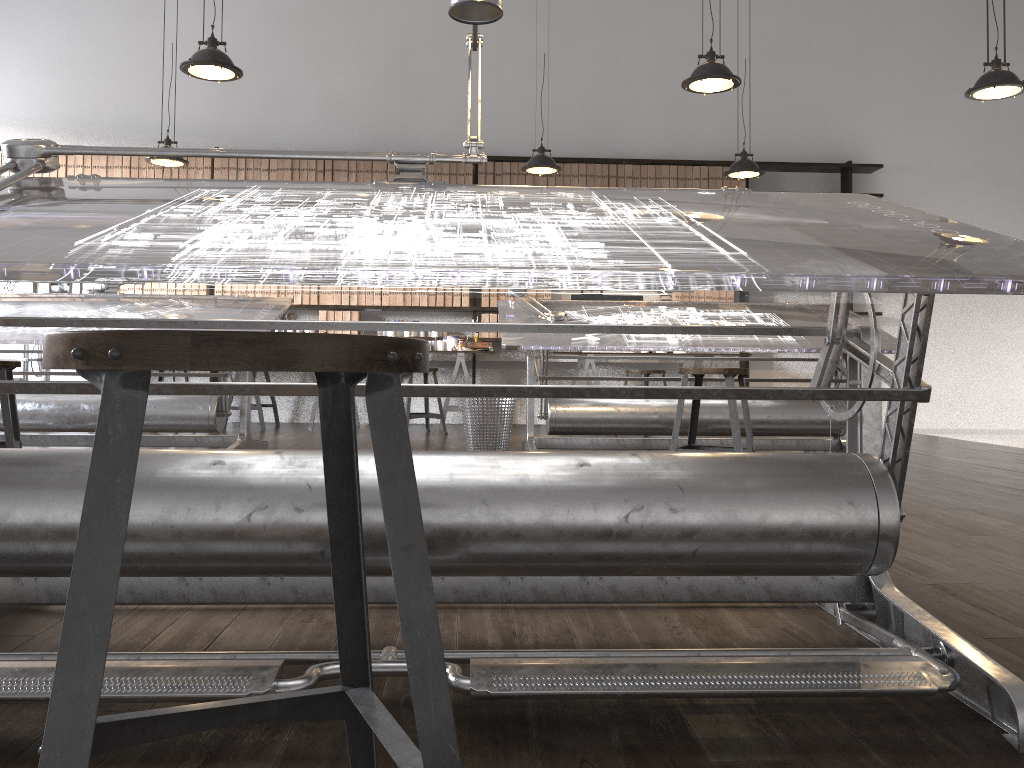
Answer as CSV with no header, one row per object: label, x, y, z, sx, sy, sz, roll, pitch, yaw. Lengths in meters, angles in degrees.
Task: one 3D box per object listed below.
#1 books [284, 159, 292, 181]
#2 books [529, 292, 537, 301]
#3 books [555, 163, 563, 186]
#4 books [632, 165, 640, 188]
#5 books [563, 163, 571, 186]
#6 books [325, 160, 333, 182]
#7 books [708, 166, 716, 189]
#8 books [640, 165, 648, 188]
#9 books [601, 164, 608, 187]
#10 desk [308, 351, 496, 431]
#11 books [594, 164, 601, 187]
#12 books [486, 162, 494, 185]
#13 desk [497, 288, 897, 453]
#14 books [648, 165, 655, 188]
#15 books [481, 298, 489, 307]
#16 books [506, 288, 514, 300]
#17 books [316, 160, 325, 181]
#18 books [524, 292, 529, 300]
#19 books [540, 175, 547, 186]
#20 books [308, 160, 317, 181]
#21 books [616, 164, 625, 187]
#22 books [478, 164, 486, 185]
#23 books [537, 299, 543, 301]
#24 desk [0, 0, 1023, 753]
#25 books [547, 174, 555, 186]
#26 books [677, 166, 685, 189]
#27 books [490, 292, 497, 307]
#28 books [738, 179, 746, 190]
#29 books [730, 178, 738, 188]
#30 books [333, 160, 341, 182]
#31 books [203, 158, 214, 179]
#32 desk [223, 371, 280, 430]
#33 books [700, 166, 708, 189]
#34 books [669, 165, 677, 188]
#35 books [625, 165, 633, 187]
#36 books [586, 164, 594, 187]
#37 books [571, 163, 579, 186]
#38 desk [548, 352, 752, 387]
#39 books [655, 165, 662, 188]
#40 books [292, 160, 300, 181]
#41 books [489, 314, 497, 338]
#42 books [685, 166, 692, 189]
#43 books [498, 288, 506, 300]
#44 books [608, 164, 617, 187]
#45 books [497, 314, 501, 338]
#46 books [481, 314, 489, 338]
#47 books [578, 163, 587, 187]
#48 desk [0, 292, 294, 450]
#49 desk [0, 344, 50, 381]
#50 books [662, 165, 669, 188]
books,-2.001,-1.912,7.985,0.067,0.226,0.174,1,-1,-3
books,0.187,-0.793,8.049,0.067,0.226,0.174,1,-1,-3
books,0.426,-1.890,8.107,0.067,0.226,0.174,1,-1,-3
books,1.129,-1.884,8.142,0.067,0.226,0.174,1,-1,-3
books,0.496,-1.890,8.113,0.067,0.226,0.174,1,-1,-3
books,-1.646,-1.909,8.003,0.067,0.226,0.174,1,-1,-3
books,1.824,-1.878,8.169,0.067,0.226,0.174,1,-1,-3
books,1.200,-1.883,8.145,0.067,0.226,0.174,1,-1,-3
books,0.838,-1.887,8.129,0.067,0.226,0.174,1,-1,-3
desk,-0.986,0.053,7.582,1.668,0.671,0.655,1,-1,-3
books,0.773,-1.887,8.123,0.067,0.226,0.174,1,-1,-3
books,-0.201,-1.896,8.073,0.067,0.226,0.174,1,-1,-3
desk,0.958,-0.256,4.914,2.068,1.389,1.075,1,-1,-3
books,1.268,-1.883,8.143,0.067,0.226,0.174,1,-1,-3
books,-0.242,-0.797,8.034,0.067,0.226,0.174,1,-1,-3
books,-0.022,-0.795,8.040,0.067,0.226,0.174,1,-1,-3
books,-1.721,-1.910,8.005,0.067,0.226,0.174,1,-1,-3
books,0.120,-0.793,8.051,0.067,0.226,0.174,1,-1,-3
books,0.283,-1.891,8.098,0.067,0.226,0.174,1,-1,-3
books,-1.792,-1.910,7.997,0.067,0.226,0.174,1,-1,-3
books,0.987,-1.885,8.136,0.067,0.226,0.174,1,-1,-3
books,-0.275,-1.897,8.075,0.067,0.226,0.174,1,-1,-3
books,0.254,-0.792,8.056,0.067,0.226,0.174,1,-1,-3
desk,-0.198,-0.224,1.671,2.068,1.389,1.075,1,-1,-3
books,0.356,-1.891,8.100,0.067,0.226,0.174,1,-1,-3
books,1.539,-1.880,8.161,0.067,0.226,0.174,1,-1,-3
books,-0.168,-0.796,8.032,0.067,0.226,0.174,1,-1,-3
books,2.101,-1.875,8.186,0.067,0.226,0.174,1,-1,-3
books,2.031,-1.876,8.186,0.067,0.226,0.174,1,-1,-3
books,-1.572,-1.908,8.012,0.067,0.226,0.174,1,-1,-3
books,-2.709,-1.918,7.951,0.067,0.226,0.174,1,-1,-3
desk,-2.748,0.037,7.497,1.668,0.671,0.655,1,-1,-3
books,1.751,-1.878,8.166,0.067,0.226,0.174,1,-1,-3
books,1.469,-1.881,8.154,0.067,0.226,0.174,1,-1,-3
books,1.059,-1.885,8.134,0.067,0.226,0.174,1,-1,-3
books,0.710,-1.888,8.115,0.067,0.226,0.174,1,-1,-3
books,0.565,-1.889,8.112,0.067,0.226,0.174,1,-1,-3
desk,1.153,0.072,7.685,1.668,0.671,0.655,1,-1,-3
books,1.334,-1.882,8.151,0.067,0.226,0.174,1,-1,-3
books,-1.934,-1.911,7.994,0.067,0.226,0.174,1,-1,-3
books,-0.171,-0.518,8.020,0.067,0.226,0.174,1,-1,-3
books,1.609,-1.880,8.166,0.067,0.226,0.174,1,-1,-3
books,-0.093,-0.795,8.042,0.067,0.226,0.174,1,-1,-3
books,0.913,-1.886,8.127,0.067,0.226,0.174,1,-1,-3
books,-0.098,-0.518,8.024,0.067,0.226,0.174,1,-1,-3
books,-0.243,-0.519,8.020,0.067,0.226,0.174,1,-1,-3
books,0.638,-1.888,8.112,0.067,0.226,0.174,1,-1,-3
desk,-2.390,-0.286,4.753,2.279,1.389,1.075,1,-1,-3
desk,-4.377,-0.196,7.397,1.268,1.100,1.070,1,-1,-3
books,1.397,-1.882,8.152,0.067,0.226,0.174,1,-1,-3
